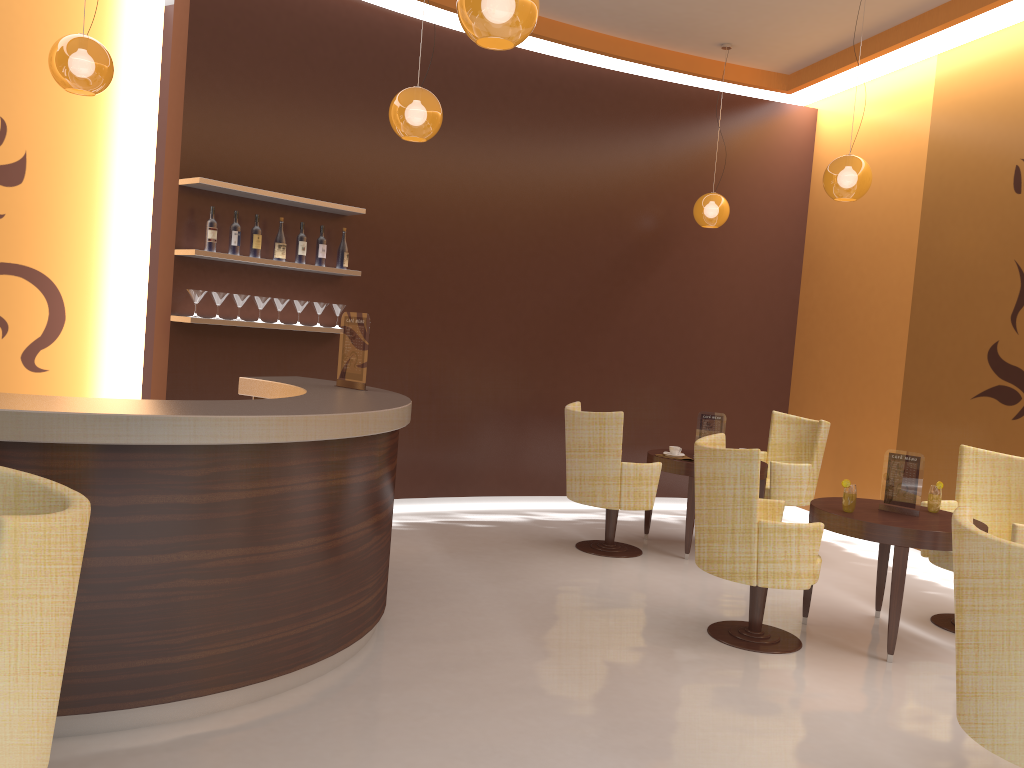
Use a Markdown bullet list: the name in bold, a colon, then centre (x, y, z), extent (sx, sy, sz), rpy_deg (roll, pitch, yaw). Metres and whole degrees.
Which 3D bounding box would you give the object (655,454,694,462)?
- **object**: centre (1.156, 0.518, 6.420), extent (0.239, 0.021, 0.464), rpy_deg (5, 3, -2)

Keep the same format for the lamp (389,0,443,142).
- **lamp**: centre (-0.484, -2.107, 4.894), extent (0.299, 1.500, 0.299), rpy_deg (5, 3, 2)

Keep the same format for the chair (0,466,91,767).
- **chair**: centre (-1.346, 0.733, 1.982), extent (0.685, 1.017, 0.729), rpy_deg (2, 4, -38)

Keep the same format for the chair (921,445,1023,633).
- **chair**: centre (2.760, 0.901, 5.094), extent (0.685, 1.017, 0.729), rpy_deg (3, 3, -28)

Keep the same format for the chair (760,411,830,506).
- **chair**: centre (2.095, 0.744, 7.018), extent (0.685, 1.017, 0.729), rpy_deg (4, 3, -16)

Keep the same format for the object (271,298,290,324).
- **object**: centre (-1.607, -0.502, 6.127), extent (0.137, 0.174, 0.137), rpy_deg (2, 4, -41)

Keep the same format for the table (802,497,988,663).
- **table**: centre (2.027, 1.029, 4.762), extent (0.872, 0.679, 0.874), rpy_deg (6, 3, 16)

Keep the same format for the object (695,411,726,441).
- **object**: centre (1.474, 0.377, 6.588), extent (0.209, 0.335, 0.042), rpy_deg (5, 3, 7)

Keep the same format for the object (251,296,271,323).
- **object**: centre (-1.708, -0.504, 6.020), extent (0.137, 0.174, 0.137), rpy_deg (2, 4, -41)

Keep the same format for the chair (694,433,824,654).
- **chair**: centre (1.249, 0.806, 4.576), extent (0.685, 1.017, 0.729), rpy_deg (5, 3, 1)

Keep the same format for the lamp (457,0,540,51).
- **lamp**: centre (0.000, -1.975, 3.166), extent (0.299, 1.500, 0.299), rpy_deg (2, 4, -38)

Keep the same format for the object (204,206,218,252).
- **object**: centre (-1.931, -0.990, 5.696), extent (0.073, 0.297, 0.073), rpy_deg (6, 3, 22)

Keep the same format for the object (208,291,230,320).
- **object**: centre (-1.921, -0.511, 5.796), extent (0.137, 0.174, 0.137), rpy_deg (7, 4, 39)

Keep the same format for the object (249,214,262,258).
- **object**: centre (-1.715, -0.985, 5.942), extent (0.073, 0.297, 0.073), rpy_deg (4, 3, -18)

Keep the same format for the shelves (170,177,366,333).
- **shelves**: centre (-2.526, -0.826, 4.570), extent (0.586, 0.902, 4.744), rpy_deg (7, 4, 31)

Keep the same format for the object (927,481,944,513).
- **object**: centre (2.326, 0.621, 4.878), extent (0.067, 0.171, 0.072), rpy_deg (7, 4, 32)

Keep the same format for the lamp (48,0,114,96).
- **lamp**: centre (-2.115, -2.216, 4.429), extent (0.299, 1.500, 0.299), rpy_deg (5, 3, 2)

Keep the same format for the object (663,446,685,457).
- **object**: centre (1.175, 0.490, 6.427), extent (0.153, 0.069, 0.153), rpy_deg (5, 3, 11)

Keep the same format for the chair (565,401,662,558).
- **chair**: centre (0.686, 0.669, 6.270), extent (0.685, 1.017, 0.729), rpy_deg (4, 3, -19)

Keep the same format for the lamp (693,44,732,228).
- **lamp**: centre (1.719, -2.061, 7.389), extent (0.299, 1.500, 0.299), rpy_deg (4, 3, -16)

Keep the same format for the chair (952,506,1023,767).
- **chair**: centre (1.693, 0.944, 2.676), extent (0.685, 1.017, 0.729), rpy_deg (4, 3, -19)

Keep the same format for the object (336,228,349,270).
- **object**: centre (-1.221, -0.975, 6.410), extent (0.086, 0.303, 0.086), rpy_deg (5, 3, -2)

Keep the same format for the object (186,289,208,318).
- **object**: centre (-2.024, -0.513, 5.681), extent (0.137, 0.174, 0.137), rpy_deg (7, 4, 39)

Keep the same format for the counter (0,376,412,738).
- **counter**: centre (-1.398, 0.586, 3.868), extent (1.586, 1.100, 2.917), rpy_deg (6, 3, 29)

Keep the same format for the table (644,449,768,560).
- **table**: centre (1.413, 0.882, 6.569), extent (0.872, 0.679, 0.874), rpy_deg (6, 3, 21)

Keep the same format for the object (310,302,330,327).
- **object**: centre (-1.380, -0.494, 6.338), extent (0.137, 0.174, 0.137), rpy_deg (5, 3, 9)

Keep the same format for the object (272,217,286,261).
- **object**: centre (-1.588, -0.988, 6.079), extent (0.086, 0.303, 0.086), rpy_deg (3, 4, -32)

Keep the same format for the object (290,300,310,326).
- **object**: centre (-1.496, -0.498, 6.233), extent (0.137, 0.174, 0.137), rpy_deg (2, 4, -41)

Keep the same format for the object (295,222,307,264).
- **object**: centre (-1.469, -0.978, 6.185), extent (0.073, 0.297, 0.073), rpy_deg (6, 3, 22)

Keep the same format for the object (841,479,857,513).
- **object**: centre (1.771, 0.587, 4.653), extent (0.072, 0.171, 0.067), rpy_deg (3, 4, -33)

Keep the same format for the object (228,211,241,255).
- **object**: centre (-1.819, -0.988, 5.826), extent (0.073, 0.297, 0.073), rpy_deg (6, 3, 22)

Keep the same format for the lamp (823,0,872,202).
- **lamp**: centre (2.203, -1.929, 5.661), extent (0.299, 1.500, 0.299), rpy_deg (6, 3, 27)

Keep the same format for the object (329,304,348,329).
- **object**: centre (-1.266, -0.491, 6.444), extent (0.137, 0.174, 0.137), rpy_deg (2, 4, -41)

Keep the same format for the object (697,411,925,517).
- **object**: centre (1.803, 0.454, 5.650), extent (0.187, 0.335, 2.090), rpy_deg (4, 3, -20)

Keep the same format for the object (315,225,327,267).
- **object**: centre (-1.354, -0.975, 6.293), extent (0.073, 0.297, 0.073), rpy_deg (6, 3, 22)

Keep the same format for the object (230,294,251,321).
- **object**: centre (-1.817, -0.509, 5.912), extent (0.137, 0.174, 0.137), rpy_deg (2, 4, -41)

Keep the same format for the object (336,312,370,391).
- **object**: centre (-0.865, -0.183, 4.832), extent (0.258, 0.414, 0.052), rpy_deg (8, 4, 43)
